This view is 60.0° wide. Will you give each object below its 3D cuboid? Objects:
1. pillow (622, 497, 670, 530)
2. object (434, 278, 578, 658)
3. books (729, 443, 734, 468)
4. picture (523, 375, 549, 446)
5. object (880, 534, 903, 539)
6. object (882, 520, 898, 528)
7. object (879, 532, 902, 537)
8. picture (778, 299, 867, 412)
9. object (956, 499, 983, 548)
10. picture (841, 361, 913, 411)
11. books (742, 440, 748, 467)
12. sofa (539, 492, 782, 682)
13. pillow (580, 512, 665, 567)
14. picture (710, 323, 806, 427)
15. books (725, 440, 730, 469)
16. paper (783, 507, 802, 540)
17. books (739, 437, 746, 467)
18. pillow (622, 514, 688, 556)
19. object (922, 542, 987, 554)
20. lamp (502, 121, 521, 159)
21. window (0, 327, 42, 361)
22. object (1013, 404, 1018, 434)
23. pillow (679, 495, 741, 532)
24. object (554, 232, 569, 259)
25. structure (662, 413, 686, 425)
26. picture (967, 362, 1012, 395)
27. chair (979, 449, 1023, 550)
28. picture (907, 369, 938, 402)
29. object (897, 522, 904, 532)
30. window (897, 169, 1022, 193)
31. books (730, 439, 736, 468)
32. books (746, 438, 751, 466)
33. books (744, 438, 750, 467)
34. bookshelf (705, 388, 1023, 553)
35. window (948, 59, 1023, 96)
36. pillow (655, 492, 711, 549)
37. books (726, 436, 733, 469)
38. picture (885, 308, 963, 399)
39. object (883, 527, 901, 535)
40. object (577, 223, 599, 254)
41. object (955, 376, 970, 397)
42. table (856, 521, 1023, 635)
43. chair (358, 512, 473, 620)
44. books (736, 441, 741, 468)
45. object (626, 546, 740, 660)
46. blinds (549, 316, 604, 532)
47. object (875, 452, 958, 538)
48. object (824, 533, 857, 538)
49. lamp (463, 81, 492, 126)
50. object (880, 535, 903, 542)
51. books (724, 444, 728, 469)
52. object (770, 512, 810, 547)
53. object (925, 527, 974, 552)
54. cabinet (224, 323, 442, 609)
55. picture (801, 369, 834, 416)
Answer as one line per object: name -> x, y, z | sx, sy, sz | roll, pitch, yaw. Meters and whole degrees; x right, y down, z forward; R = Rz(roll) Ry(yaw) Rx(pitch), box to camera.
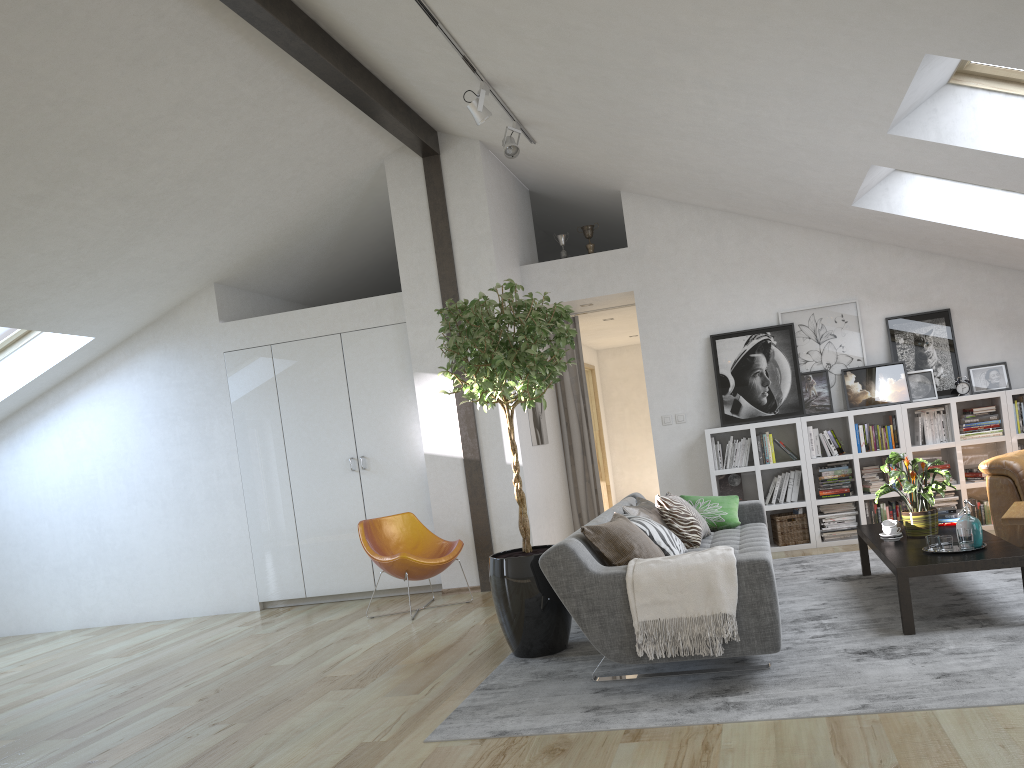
pillow -> 0.844, 0.846, 5.319 | 0.251, 0.318, 0.673 | -8, -3, 15
object -> 0.068, 0.437, 4.777 | 0.808, 2.022, 0.804 | -8, 1, -8
books -> 1.800, 0.587, 7.286 | 0.062, 0.201, 0.132 | -7, 0, 14
picture -> 0.204, 0.177, 7.668 | 0.007, 0.701, 0.608 | -7, -1, 15
object -> 2.118, 0.853, 4.952 | 0.124, 0.021, 0.118 | -5, -5, -36
object -> 2.108, 0.794, 4.950 | 0.081, 0.068, 0.080 | -8, -2, 28
object -> 2.113, 0.844, 4.952 | 0.120, 0.024, 0.122 | -8, -4, 9
picture -> 2.551, -0.203, 7.239 | 0.630, 0.886, 0.094 | -8, 1, 12
object -> 2.276, 0.694, 4.425 | 0.116, 0.240, 0.122 | -7, 0, 39
picture -> 2.899, 0.014, 7.061 | 0.487, 0.340, 0.147 | -8, 0, 12
books -> 1.908, 0.564, 7.271 | 0.072, 0.218, 0.142 | -7, 0, 14
sofa -> 0.950, 1.007, 4.967 | 0.979, 0.683, 2.578 | -8, -4, 14
pillow -> 0.555, 0.803, 4.243 | 0.292, 0.338, 0.611 | -8, -3, 23
picture -> 2.019, -0.072, 7.306 | 0.678, 0.776, 0.132 | -8, 1, 12
books -> 1.769, 0.578, 7.283 | 0.068, 0.225, 0.130 | -7, 0, 14
paper -> 2.271, 1.148, 7.238 | 0.182, 0.272, 0.197 | -8, 0, 3
books -> 1.891, 0.557, 7.278 | 0.082, 0.237, 0.147 | -7, 0, 14
pillow -> 0.741, 0.845, 4.755 | 0.342, 0.283, 0.587 | -8, -3, 14
object -> 2.213, 0.820, 4.442 | 0.293, 0.012, 0.307 | -10, -4, 27
lamp -> 0.000, -1.673, 6.110 | 0.147, 0.250, 0.179 | -8, 0, 2
window -> -4.606, -0.203, 7.136 | 1.818, 0.729, 1.541 | -8, -3, 13
object -> 3.871, 0.269, 6.882 | 0.029, 0.231, 0.170 | -7, 0, 14
pillow -> 1.298, 0.858, 5.892 | 0.422, 0.261, 0.239 | -8, -1, 14
object -> 0.445, -1.198, 7.752 | 0.106, 0.242, 0.113 | -7, 1, 44
structure -> 1.136, 0.453, 9.331 | 0.184, 0.080, 3.698 | -7, -4, -8
picture -> 3.770, -0.046, 7.011 | 0.286, 0.225, 0.080 | -8, 1, 12
chair -> 3.692, 0.600, 5.589 | 1.452, 0.870, 1.262 | -6, -3, -37
picture -> 3.200, 0.018, 7.012 | 0.268, 0.245, 0.087 | -8, 1, 12
object -> 2.242, 0.839, 5.172 | 0.127, 0.079, 0.067 | -7, -1, -20
window -> 3.228, -1.353, 5.503 | 1.818, 0.729, 1.541 | -8, -3, 13
books -> 1.816, 0.572, 7.294 | 0.072, 0.229, 0.149 | -7, 0, 14
books -> 1.932, 0.553, 7.247 | 0.072, 0.229, 0.149 | -7, 0, 14
books -> 1.922, 0.555, 7.263 | 0.072, 0.229, 0.149 | -7, 0, 14
bookshelf -> 3.128, 0.684, 7.053 | 3.010, 1.052, 0.303 | -8, 1, 12
window -> 2.798, -1.406, 3.900 | 1.818, 0.729, 1.541 | -8, -3, 13
pillow -> 1.021, 0.800, 5.353 | 0.267, 0.340, 0.586 | -8, -2, 18
books -> 1.789, 0.558, 7.286 | 0.087, 0.264, 0.144 | -7, 0, 14
picture -> 3.280, -0.221, 7.060 | 0.487, 0.703, 0.158 | -8, 1, 12
object -> 2.113, 0.823, 4.952 | 0.083, 0.050, 0.079 | -7, -2, -10
object -> 0.672, -1.250, 7.704 | 0.125, 0.277, 0.161 | -8, 0, -30
object -> 3.489, 0.018, 6.869 | 0.107, 0.151, 0.052 | -8, 1, 27
table -> 2.318, 1.006, 4.882 | 0.593, 0.324, 1.624 | -8, -4, 14
chair -> -0.743, 1.335, 6.646 | 0.676, 0.723, 0.695 | -9, -2, 44
books -> 1.856, 0.576, 7.275 | 0.068, 0.209, 0.137 | -7, 0, 14
object -> 0.748, 0.926, 3.784 | 0.458, 0.419, 0.375 | -8, -1, 16
blinds -> 0.408, 0.525, 8.610 | 0.817, 2.274, 0.141 | -7, 1, 10
object -> 2.246, 0.636, 4.972 | 0.437, 0.526, 0.376 | -7, 0, -12
object -> 2.642, 1.205, 7.159 | 0.253, 0.019, 0.165 | -8, -4, 10
lamp -> -0.206, -1.694, 5.392 | 0.156, 0.254, 0.158 | -8, 0, 6
object -> 2.119, 0.862, 4.952 | 0.124, 0.021, 0.118 | -5, -5, -36
books -> 1.758, 0.594, 7.290 | 0.062, 0.201, 0.132 | -7, 0, 14
object -> 2.264, 1.179, 7.238 | 0.244, 0.240, 0.246 | -8, -1, 3
object -> 2.159, 0.772, 4.388 | 0.222, 0.107, 0.102 | -10, -2, 40
cabinet -> -1.493, 0.723, 7.492 | 1.717, 2.246, 0.126 | -8, 1, 12
picture -> 2.429, 0.078, 7.221 | 0.316, 0.357, 0.076 | -8, 1, 12
